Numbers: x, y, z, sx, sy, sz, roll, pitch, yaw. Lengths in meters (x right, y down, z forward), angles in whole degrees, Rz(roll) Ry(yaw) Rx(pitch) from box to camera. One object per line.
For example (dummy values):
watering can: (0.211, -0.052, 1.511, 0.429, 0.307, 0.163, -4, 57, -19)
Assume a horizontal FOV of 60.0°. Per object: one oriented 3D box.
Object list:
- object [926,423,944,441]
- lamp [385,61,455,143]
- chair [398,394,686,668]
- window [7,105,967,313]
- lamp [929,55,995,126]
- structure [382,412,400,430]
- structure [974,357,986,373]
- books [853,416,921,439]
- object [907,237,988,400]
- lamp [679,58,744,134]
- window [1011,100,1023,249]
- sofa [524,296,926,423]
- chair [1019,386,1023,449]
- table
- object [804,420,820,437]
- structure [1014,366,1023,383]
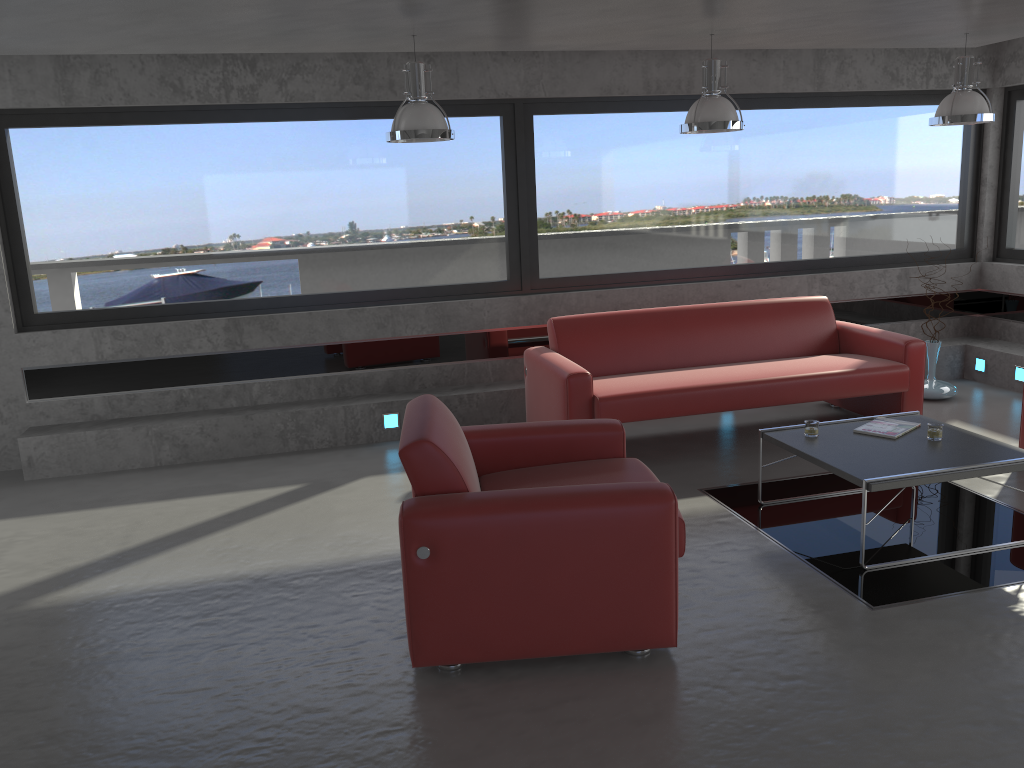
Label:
object: (2.197, 0.248, 4.607, 0.079, 0.077, 0.079, -4, 12, -5)
lamp: (-0.528, -1.585, 4.982, 0.388, 0.422, 0.389, -6, 13, -13)
chair: (0.109, 0.504, 3.849, 1.130, 0.854, 1.196, -3, 12, -4)
window: (0.291, -1.487, 7.018, 7.800, 1.364, 0.003, -6, 13, -13)
lamp: (2.958, -1.925, 5.814, 0.389, 0.422, 0.388, -8, 13, -24)
structure: (-0.897, 0.275, 6.578, 0.123, 0.123, 0.004, -6, 13, -13)
structure: (3.995, -0.162, 7.566, 0.004, 0.123, 0.123, -6, 13, -13)
books: (2.043, 0.235, 4.828, 0.326, 0.022, 0.228, -14, 17, -42)
object: (3.388, -0.537, 7.087, 0.466, 1.289, 0.531, -3, 12, -1)
lamp: (1.215, -1.755, 5.398, 0.388, 0.422, 0.389, -6, 13, -13)
window: (4.935, -1.394, 5.627, 0.003, 1.364, 4.583, -6, 13, -13)
sofa: (1.477, -0.083, 6.255, 2.626, 0.854, 1.120, -6, 13, -13)
chair: (3.774, 0.070, 5.075, 1.130, 0.854, 1.196, -9, 14, -28)
table: (1.979, 0.508, 4.606, 1.018, 0.436, 0.994, -6, 13, -13)
object: (1.611, 0.239, 4.767, 0.079, 0.077, 0.079, -10, 14, -30)
structure: (4.102, -0.077, 7.155, 0.004, 0.123, 0.123, -6, 13, -13)
